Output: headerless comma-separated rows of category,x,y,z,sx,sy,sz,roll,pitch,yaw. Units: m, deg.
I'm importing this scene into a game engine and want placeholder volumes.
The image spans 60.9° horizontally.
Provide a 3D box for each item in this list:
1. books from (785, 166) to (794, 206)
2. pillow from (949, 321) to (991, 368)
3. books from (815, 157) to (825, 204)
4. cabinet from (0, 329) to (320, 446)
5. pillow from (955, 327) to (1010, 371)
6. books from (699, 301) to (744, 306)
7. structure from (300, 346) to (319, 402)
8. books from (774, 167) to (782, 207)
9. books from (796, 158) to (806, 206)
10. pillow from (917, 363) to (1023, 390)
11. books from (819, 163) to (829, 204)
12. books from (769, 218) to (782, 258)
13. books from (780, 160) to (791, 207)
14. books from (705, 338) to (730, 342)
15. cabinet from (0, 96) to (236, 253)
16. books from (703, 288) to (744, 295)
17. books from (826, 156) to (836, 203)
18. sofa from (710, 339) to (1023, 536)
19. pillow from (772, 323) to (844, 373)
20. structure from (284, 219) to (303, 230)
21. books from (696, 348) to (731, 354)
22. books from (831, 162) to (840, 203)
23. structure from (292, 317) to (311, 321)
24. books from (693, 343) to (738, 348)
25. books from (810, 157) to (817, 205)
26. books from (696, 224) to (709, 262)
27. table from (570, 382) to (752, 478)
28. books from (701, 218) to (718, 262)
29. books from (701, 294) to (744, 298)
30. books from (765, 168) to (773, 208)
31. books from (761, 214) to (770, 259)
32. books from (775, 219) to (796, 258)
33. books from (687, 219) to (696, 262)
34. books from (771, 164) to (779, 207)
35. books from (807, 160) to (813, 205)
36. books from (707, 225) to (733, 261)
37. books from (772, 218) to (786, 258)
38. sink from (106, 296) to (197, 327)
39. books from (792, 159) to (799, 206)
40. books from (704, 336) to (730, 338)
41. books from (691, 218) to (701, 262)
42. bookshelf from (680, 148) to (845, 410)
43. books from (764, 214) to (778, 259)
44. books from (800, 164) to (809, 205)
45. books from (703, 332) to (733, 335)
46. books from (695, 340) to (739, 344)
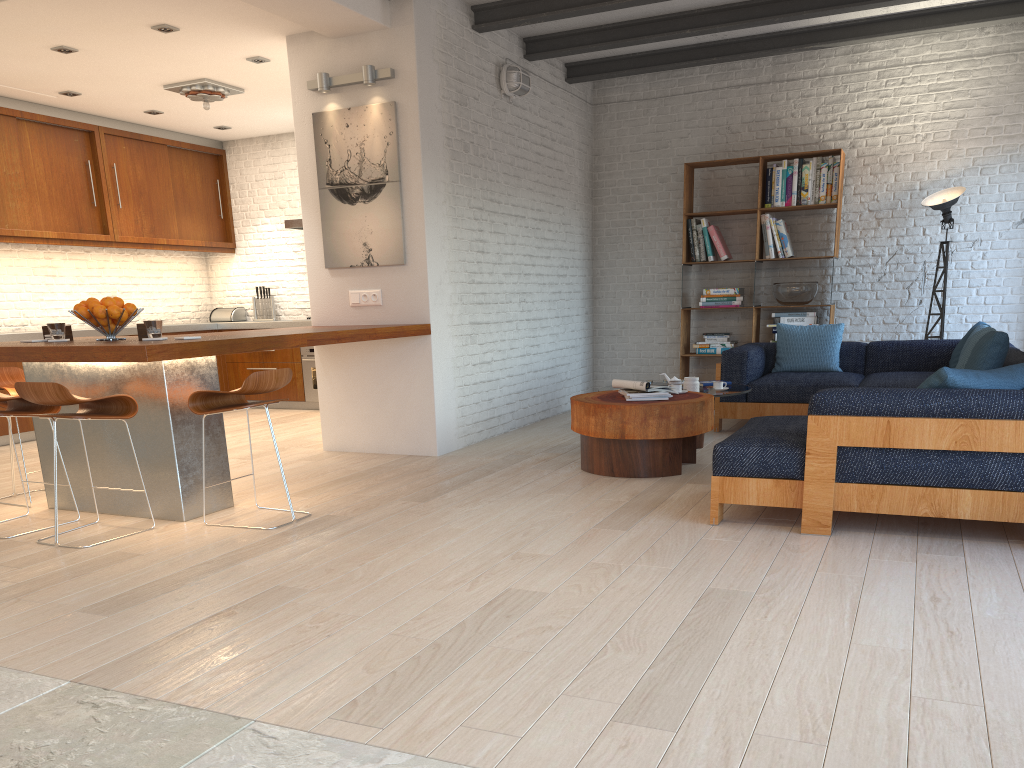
books,2.448,-1.718,7.643,0.055,0.342,0.246,5,14,25
pillow,3.262,-0.222,6.188,0.242,0.413,1.073,4,9,24
books,2.657,-1.742,7.530,0.036,0.398,0.235,5,14,25
cabinet,-2.687,-1.077,8.301,4.771,2.942,2.187,-3,12,-10
pillow,2.685,-0.114,5.010,0.253,0.431,1.175,4,9,25
books,1.951,-0.752,8.117,0.379,0.038,0.236,0,6,20
structure,-1.792,-0.122,9.164,0.667,0.599,0.484,3,12,24
books,2.355,-1.717,7.665,0.055,0.342,0.246,5,14,25
books,2.519,-1.743,7.592,0.036,0.398,0.235,5,14,25
pillow,2.030,0.068,3.896,0.562,0.341,0.365,-4,10,-15
books,2.697,-1.713,7.514,0.055,0.342,0.246,5,14,25
books,2.373,-1.296,7.784,0.124,0.362,0.263,5,13,25
books,2.398,-1.744,7.642,0.036,0.398,0.235,5,14,25
books,1.944,-0.421,8.241,0.205,0.035,0.128,1,7,25
cabinet,-4.007,-1.892,8.267,0.459,1.204,3.243,5,9,25
books,1.968,-0.857,8.092,0.325,0.057,0.247,1,7,27
books,2.742,-1.741,7.492,0.036,0.398,0.235,5,14,25
sofa,2.138,0.150,5.557,2.071,0.684,3.833,1,7,25
pillow,2.415,-0.293,7.106,0.553,0.424,0.215,2,14,23
structure,-1.789,-2.101,8.757,0.981,1.030,0.441,3,14,24
books,1.944,-0.319,8.246,0.324,0.057,0.248,2,7,35
books,2.795,-1.714,7.493,0.055,0.342,0.246,5,14,25
structure,-1.778,-0.687,9.078,0.808,0.033,0.572,1,6,25
books,1.927,-0.366,8.250,0.378,0.038,0.237,1,6,25
books,2.629,-1.743,7.557,0.036,0.398,0.235,5,14,25
books,1.781,-1.300,8.081,0.102,0.346,0.246,5,14,25
table,0.974,0.259,5.979,1.069,0.463,1.781,2,7,31
books,1.818,-1.320,8.024,0.120,0.396,0.235,5,14,25
books,1.963,-0.819,8.107,0.354,0.021,0.264,1,6,23
books,2.292,-1.719,7.713,0.055,0.342,0.246,5,14,25
books,2.295,-1.316,7.829,0.101,0.398,0.235,5,14,25
books,2.434,-1.286,7.754,0.157,0.341,0.246,5,13,25
books,1.689,-1.323,8.087,0.091,0.399,0.235,5,14,25
books,2.326,-1.733,7.692,0.020,0.372,0.263,5,14,25
books,2.597,-1.729,7.560,0.020,0.372,0.263,5,14,25
books,1.913,-1.290,8.015,0.194,0.331,0.246,4,13,25
books,2.396,-1.297,7.784,0.124,0.362,0.263,5,13,25
sink,-3.733,-0.687,8.893,0.515,0.444,0.832,3,9,25
books,2.482,-1.743,7.598,0.036,0.398,0.235,5,14,25
books,1.941,-0.448,8.242,0.236,0.019,0.165,0,6,18
books,1.726,-1.324,8.078,0.091,0.399,0.235,5,14,25
bookshelf,2.241,-0.873,7.942,1.311,2.285,0.352,4,16,24
books,2.320,-1.312,7.793,0.103,0.398,0.235,5,14,25
books,2.556,-1.714,7.567,0.055,0.342,0.246,5,14,25
books,1.940,-0.473,8.214,0.251,0.018,0.157,1,6,25
books,1.936,-0.393,8.227,0.379,0.019,0.236,0,6,17
